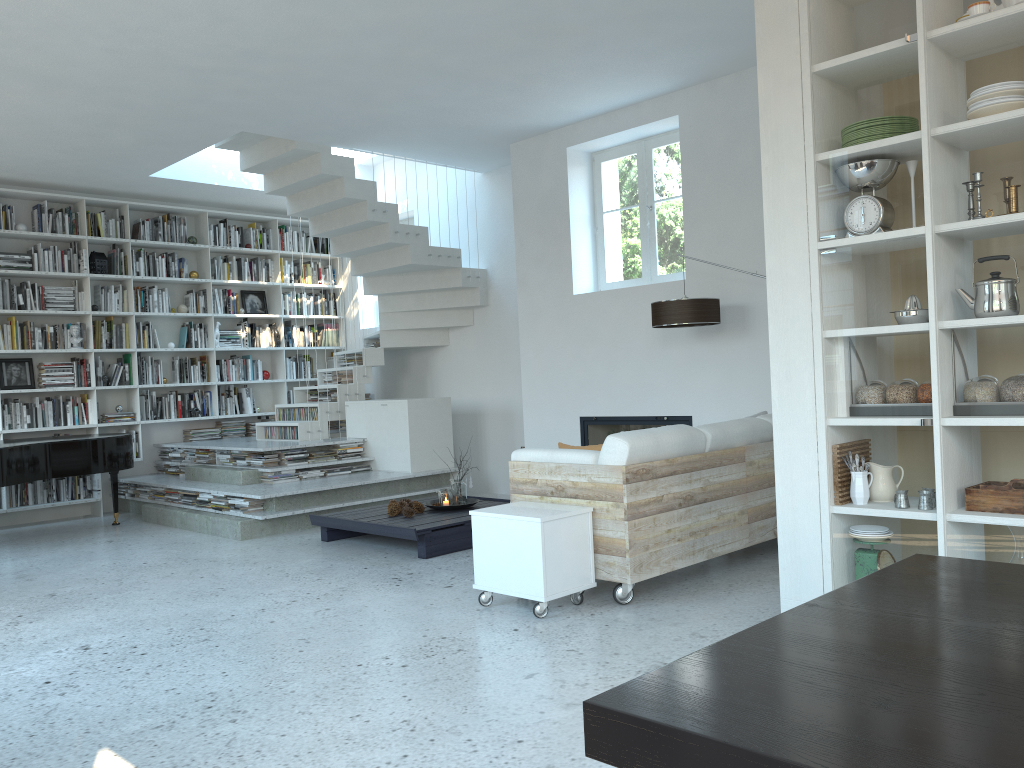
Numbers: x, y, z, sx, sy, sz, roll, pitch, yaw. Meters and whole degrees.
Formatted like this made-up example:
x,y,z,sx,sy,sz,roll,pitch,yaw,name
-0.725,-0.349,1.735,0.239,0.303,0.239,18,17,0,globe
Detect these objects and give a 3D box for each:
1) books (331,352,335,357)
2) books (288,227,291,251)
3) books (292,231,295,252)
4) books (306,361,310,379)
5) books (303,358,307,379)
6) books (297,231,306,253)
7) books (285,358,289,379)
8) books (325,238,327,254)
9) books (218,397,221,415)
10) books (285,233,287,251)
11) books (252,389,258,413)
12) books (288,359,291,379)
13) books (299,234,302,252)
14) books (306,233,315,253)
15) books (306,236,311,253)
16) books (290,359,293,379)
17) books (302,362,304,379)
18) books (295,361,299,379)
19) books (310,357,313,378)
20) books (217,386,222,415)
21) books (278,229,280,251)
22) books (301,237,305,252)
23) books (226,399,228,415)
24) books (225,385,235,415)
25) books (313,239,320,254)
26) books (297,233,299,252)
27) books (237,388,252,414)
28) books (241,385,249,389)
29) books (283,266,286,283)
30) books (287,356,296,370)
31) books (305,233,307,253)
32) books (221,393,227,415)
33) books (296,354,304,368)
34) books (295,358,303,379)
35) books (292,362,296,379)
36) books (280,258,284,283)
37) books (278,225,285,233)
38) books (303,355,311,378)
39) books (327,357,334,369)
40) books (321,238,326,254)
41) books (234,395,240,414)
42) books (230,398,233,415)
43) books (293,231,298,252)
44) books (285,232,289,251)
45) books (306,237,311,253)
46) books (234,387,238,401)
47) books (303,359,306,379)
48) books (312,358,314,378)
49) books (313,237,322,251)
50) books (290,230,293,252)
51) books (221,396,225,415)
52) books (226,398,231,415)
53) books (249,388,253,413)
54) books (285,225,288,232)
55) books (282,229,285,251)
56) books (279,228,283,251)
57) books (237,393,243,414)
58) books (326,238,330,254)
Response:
x,y,z,sx,sy,sz,roll,pitch,yaw,name
-2.170,-0.235,10.870,0.013,0.315,0.129,-4,1,-45,books
-2.651,-1.676,10.405,0.012,0.306,0.184,-4,1,-45,books
-2.613,-1.655,10.449,0.022,0.259,0.163,-4,1,-45,books
-2.456,-0.164,10.545,0.021,0.205,0.174,-4,1,-45,books
-2.493,-0.181,10.547,0.027,0.242,0.131,-4,1,-45,books
-2.509,-1.673,10.568,0.012,0.285,0.159,-4,1,-45,books
-2.657,-0.177,10.346,0.024,0.252,0.175,-4,1,-45,books
-2.300,-1.688,10.775,0.012,0.292,0.140,-4,1,-45,books
-3.258,0.241,9.778,0.033,0.213,0.140,-4,1,-45,books
-2.689,-1.636,10.354,0.022,0.229,0.175,-4,1,-45,books
-2.956,0.195,10.057,0.062,0.274,0.148,-4,1,-45,books
-2.641,-0.170,10.373,0.037,0.236,0.153,-4,1,-45,books
-2.548,-1.647,10.513,0.025,0.237,0.143,-4,1,-45,books
-2.428,-1.674,10.651,0.068,0.277,0.132,-4,1,-45,books
-2.452,-1.652,10.630,0.010,0.235,0.131,-4,1,-45,books
-2.620,-0.174,10.394,0.022,0.242,0.151,-4,1,-45,books
-2.523,-0.158,10.502,0.027,0.201,0.164,-4,1,-45,books
-2.570,-0.160,10.453,0.025,0.208,0.149,-4,1,-45,books
-2.435,-0.190,10.593,0.012,0.254,0.161,-4,1,-45,books
-3.244,0.184,9.793,0.013,0.327,0.130,-4,1,-45,books
-2.751,-1.656,10.312,0.022,0.275,0.160,-4,1,-45,books
-2.522,-1.634,10.544,0.026,0.208,0.163,-4,1,-45,books
-3.194,0.240,9.826,0.025,0.210,0.137,-4,1,-45,books
-3.138,0.175,9.871,0.014,0.333,0.168,-4,1,-45,books
-2.374,-1.635,10.665,0.024,0.193,0.186,-4,1,-45,books
-2.573,-1.652,10.501,0.027,0.250,0.154,-4,1,-45,books
-3.012,0.189,9.940,0.075,0.291,0.255,-4,1,-45,books
-3.010,0.172,10.022,0.012,0.326,0.136,-4,1,-45,books
-2.676,-1.256,10.255,0.024,0.205,0.165,-4,1,-45,books
-2.594,-0.188,10.441,0.024,0.267,0.133,-4,1,-45,books
-2.495,-1.663,10.574,0.015,0.263,0.143,-4,1,-45,books
-3.201,0.223,9.804,0.015,0.243,0.156,-4,1,-45,books
-2.511,-0.207,10.516,0.013,0.297,0.141,-4,1,-45,books
-2.534,-0.182,10.453,0.027,0.248,0.184,-4,1,-45,books
-2.598,-0.155,10.409,0.029,0.201,0.172,-4,1,-45,books
-2.690,-1.300,10.242,0.010,0.294,0.183,-4,1,-45,books
-2.694,-1.687,10.381,0.014,0.331,0.143,-4,1,-45,books
-2.452,-0.204,10.561,0.011,0.284,0.161,-4,1,-45,books
-2.204,-0.202,10.821,0.012,0.254,0.161,-4,1,-45,books
-2.312,-1.649,10.723,0.012,0.216,0.192,-4,1,-45,books
-3.111,0.232,9.895,0.052,0.217,0.184,-4,1,-45,books
-3.150,0.250,9.861,0.024,0.185,0.149,-4,1,-45,books
-2.595,-1.658,10.468,0.029,0.264,0.179,-4,1,-45,books
-2.669,-1.644,10.384,0.023,0.244,0.182,-4,1,-45,books
-2.466,-1.639,10.597,0.057,0.212,0.163,-4,1,-45,books
-3.107,0.188,9.931,0.010,0.304,0.131,-4,1,-45,books
-2.496,-0.175,10.522,0.014,0.230,0.172,-4,1,-45,books
-2.423,-0.183,10.599,0.013,0.240,0.166,-4,1,-45,books
-2.355,-1.663,10.708,0.068,0.247,0.160,-4,1,-45,books
-2.634,-1.662,10.435,0.027,0.275,0.148,-4,1,-45,books
-3.221,0.239,9.798,0.023,0.214,0.163,-4,1,-45,books
-3.174,0.250,9.846,0.030,0.188,0.140,-4,1,-45,books
-2.981,0.189,10.020,0.025,0.287,0.160,-4,1,-45,books
-2.671,-1.685,10.407,0.012,0.326,0.151,-4,1,-45,books
-2.700,-1.655,10.339,0.012,0.269,0.184,-4,1,-45,books
-2.718,-1.663,10.339,0.013,0.286,0.150,-4,1,-45,books
-3.078,0.219,9.933,0.031,0.239,0.171,-4,1,-45,books
-2.269,-1.687,10.762,0.014,0.286,0.189,-4,1,-45,books
